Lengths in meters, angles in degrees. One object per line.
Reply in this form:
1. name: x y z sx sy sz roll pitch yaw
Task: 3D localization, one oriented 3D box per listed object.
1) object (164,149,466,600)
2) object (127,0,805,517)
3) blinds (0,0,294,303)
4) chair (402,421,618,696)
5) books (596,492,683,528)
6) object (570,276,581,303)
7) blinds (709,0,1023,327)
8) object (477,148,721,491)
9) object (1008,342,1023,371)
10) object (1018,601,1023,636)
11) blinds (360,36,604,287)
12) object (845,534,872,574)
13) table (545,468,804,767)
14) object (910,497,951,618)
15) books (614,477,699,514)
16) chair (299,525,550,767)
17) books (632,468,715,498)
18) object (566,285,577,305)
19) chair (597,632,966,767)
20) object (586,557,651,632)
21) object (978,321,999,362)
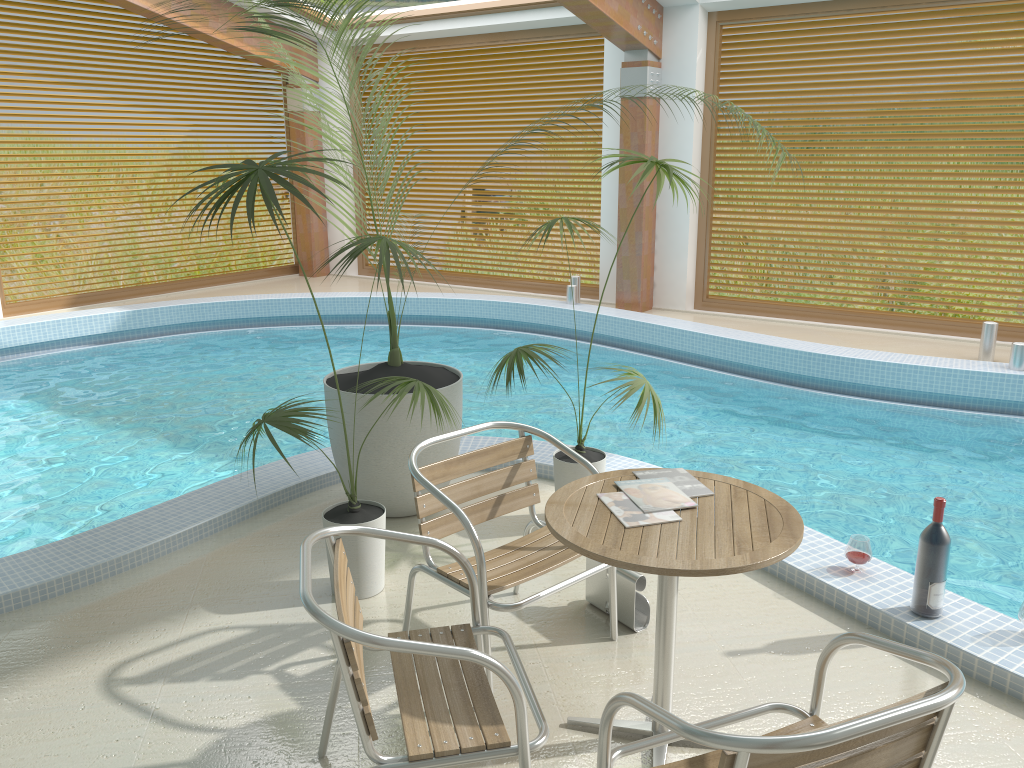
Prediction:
1. object: -0.644 0.017 3.249 1.059 1.695 0.791 -5 16 -19
2. object: -0.398 -0.826 3.937 2.979 2.960 2.729 -11 18 -36
3. blinds: -4.446 -3.160 10.671 0.099 4.025 4.500 10 18 34
4. chair: -0.004 0.564 3.035 0.618 0.727 0.563 -14 20 -41
5. books: 0.353 0.345 2.479 0.166 0.004 0.241 -4 15 -13
6. object: 0.707 -1.040 9.900 0.115 0.320 0.115 -2 15 -6
7. blinds: 3.735 -2.015 8.370 4.200 2.921 0.095 10 18 34
8. object: 0.385 -0.190 4.010 1.059 1.695 0.791 6 16 21
9. object: 3.783 -0.207 6.621 0.115 0.194 0.115 -4 15 -14
10. object: 1.773 0.791 3.007 0.102 0.137 0.102 13 20 42
11. blinds: -0.390 -2.732 11.163 4.200 2.921 0.095 10 18 34
12. object: 1.360 0.667 3.483 0.102 0.137 0.102 13 20 42
13. table: 0.442 0.701 2.545 0.700 0.720 0.700 -11 18 -34
14. object: 1.483 0.606 3.124 0.109 0.435 0.109 -6 16 -19
15. books: 0.414 0.318 2.562 0.166 0.004 0.241 -4 15 -13
16. chair: -0.231 0.767 2.270 0.563 0.727 0.618 -4 15 -12
17. books: 0.481 0.297 2.655 0.166 0.004 0.241 -4 15 -13
18. object: 0.644 -0.965 9.531 0.115 0.204 0.115 -4 15 -14
19. chair: 0.548 0.865 1.884 0.618 0.727 0.563 -6 16 -22
20. object: 0.392 0.760 3.296 0.081 0.223 0.272 -10 18 -34
21. object: 3.859 -0.339 7.187 0.115 0.320 0.115 -2 15 -6
